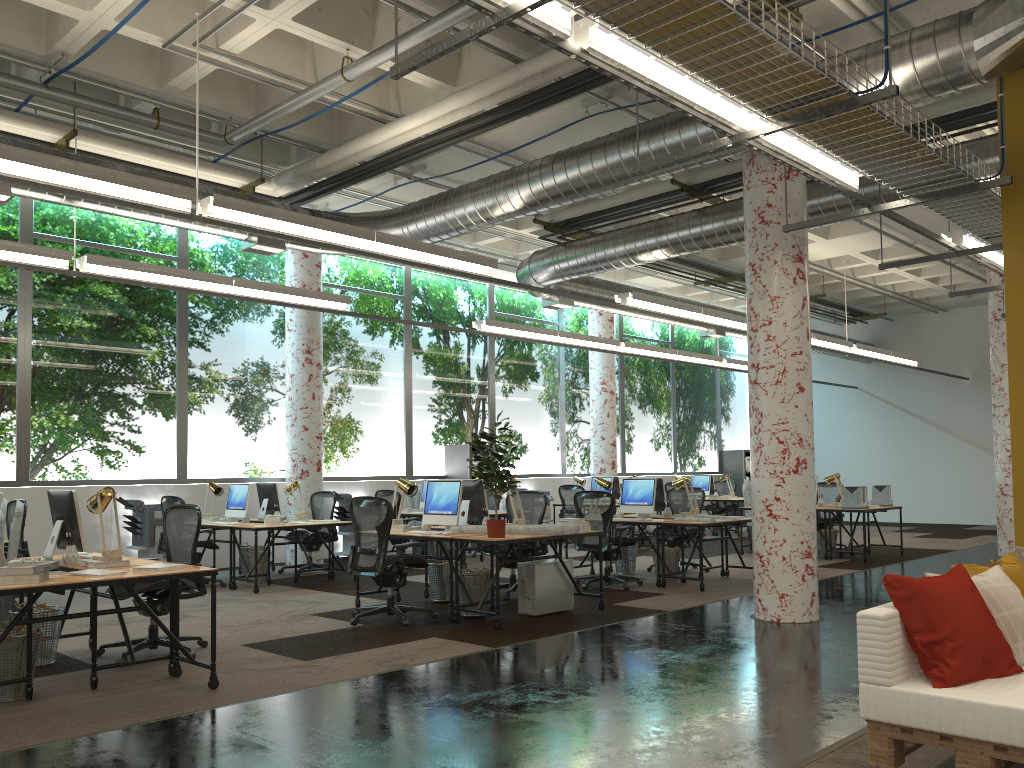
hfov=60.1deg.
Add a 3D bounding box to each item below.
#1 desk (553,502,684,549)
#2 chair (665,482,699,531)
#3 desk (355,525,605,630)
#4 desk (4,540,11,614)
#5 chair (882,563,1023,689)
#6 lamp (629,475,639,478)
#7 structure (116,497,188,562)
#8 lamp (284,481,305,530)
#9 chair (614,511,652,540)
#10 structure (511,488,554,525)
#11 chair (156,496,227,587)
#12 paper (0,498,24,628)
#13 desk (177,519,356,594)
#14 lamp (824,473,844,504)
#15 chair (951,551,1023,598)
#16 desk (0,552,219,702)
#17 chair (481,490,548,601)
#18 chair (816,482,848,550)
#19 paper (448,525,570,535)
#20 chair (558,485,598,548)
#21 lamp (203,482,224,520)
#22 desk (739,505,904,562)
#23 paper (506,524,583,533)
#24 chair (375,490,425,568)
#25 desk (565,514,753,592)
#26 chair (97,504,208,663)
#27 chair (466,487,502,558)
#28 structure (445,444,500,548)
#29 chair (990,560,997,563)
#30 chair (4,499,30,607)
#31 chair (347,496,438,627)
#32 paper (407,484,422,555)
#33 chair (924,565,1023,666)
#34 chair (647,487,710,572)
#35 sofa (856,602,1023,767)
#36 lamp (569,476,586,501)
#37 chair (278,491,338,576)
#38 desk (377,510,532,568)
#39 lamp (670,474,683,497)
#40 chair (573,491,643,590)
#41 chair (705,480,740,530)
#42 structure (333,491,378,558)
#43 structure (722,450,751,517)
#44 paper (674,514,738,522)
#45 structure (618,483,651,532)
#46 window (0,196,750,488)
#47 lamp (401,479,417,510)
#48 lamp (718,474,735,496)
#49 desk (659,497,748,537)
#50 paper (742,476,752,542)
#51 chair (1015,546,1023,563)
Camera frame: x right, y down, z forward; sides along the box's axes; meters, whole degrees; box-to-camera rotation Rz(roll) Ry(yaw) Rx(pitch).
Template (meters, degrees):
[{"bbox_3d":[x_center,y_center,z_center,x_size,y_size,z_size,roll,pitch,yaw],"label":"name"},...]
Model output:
[{"bbox_3d":[1.917,2.520,16.001,1.945,0.722,1.403,-6,-7,44],"label":"desk"},{"bbox_3d":[3.417,2.507,17.805,0.771,1.082,0.794,-3,-4,28],"label":"chair"},{"bbox_3d":[-0.331,1.740,8.280,1.945,0.722,1.403,-6,-7,44],"label":"desk"},{"bbox_3d":[-5.672,1.823,8.189,1.945,0.722,1.403,-6,-7,44],"label":"desk"},{"bbox_3d":[1.757,0.967,3.556,0.534,0.443,0.302,2,-5,-30],"label":"chair"},{"bbox_3d":[2.270,1.964,16.119,0.219,0.609,0.529,1,-4,-26],"label":"lamp"},{"bbox_3d":[-4.644,1.998,11.640,0.504,1.054,1.059,-4,-5,44],"label":"structure"},{"bbox_3d":[-2.688,1.509,11.018,0.209,0.609,0.529,1,-4,-26],"label":"lamp"},{"bbox_3d":[2.285,2.430,16.906,0.771,1.082,0.794,-3,-4,28],"label":"chair"},{"bbox_3d":[0.386,2.460,16.822,0.504,1.054,1.059,-4,-5,44],"label":"structure"},{"bbox_3d":[-3.799,1.844,10.377,0.771,1.082,0.794,-3,-4,28],"label":"chair"},{"bbox_3d":[-4.484,1.513,7.629,0.441,1.195,0.413,-2,-3,22],"label":"paper"},{"bbox_3d":[-3.036,2.065,10.903,1.945,0.722,1.403,-6,-7,44],"label":"desk"},{"bbox_3d":[5.000,1.658,13.475,0.219,0.609,0.529,1,-4,-26],"label":"lamp"},{"bbox_3d":[2.347,1.023,4.141,0.547,0.437,0.317,2,-5,-34],"label":"chair"},{"bbox_3d":[-2.951,1.517,5.541,1.945,0.722,1.403,-6,-7,44],"label":"desk"},{"bbox_3d":[0.037,1.650,9.185,0.771,1.082,0.794,-3,-4,28],"label":"chair"},{"bbox_3d":[5.015,2.124,14.262,0.771,1.082,0.794,-3,-4,28],"label":"chair"},{"bbox_3d":[-0.050,1.283,7.805,1.135,0.082,0.083,-3,-5,19],"label":"paper"},{"bbox_3d":[1.154,2.299,15.476,0.771,1.082,0.794,-3,-4,28],"label":"chair"},{"bbox_3d":[-3.794,1.543,11.202,0.219,0.609,0.529,1,-4,-26],"label":"lamp"},{"bbox_3d":[4.647,2.214,13.357,1.945,0.722,1.403,-6,-7,44],"label":"desk"},{"bbox_3d":[0.067,1.294,7.925,1.134,0.082,0.083,-2,-4,9],"label":"paper"},{"bbox_3d":[-1.623,2.044,12.617,0.771,1.082,0.794,-3,-4,28],"label":"chair"},{"bbox_3d":[1.804,1.967,10.572,1.945,0.722,1.403,-6,-7,44],"label":"desk"},{"bbox_3d":[-2.583,1.427,6.446,0.771,1.082,0.794,-3,-4,28],"label":"chair"},{"bbox_3d":[-0.491,2.175,14.048,0.771,1.082,0.794,-3,-4,28],"label":"chair"},{"bbox_3d":[-0.693,1.987,15.733,0.639,1.805,0.751,-4,-4,44],"label":"structure"},{"bbox_3d":[2.698,1.079,4.414,0.523,0.407,0.342,2,-5,-30],"label":"chair"},{"bbox_3d":[-5.304,1.733,9.094,0.771,1.082,0.794,-3,-4,28],"label":"chair"},{"bbox_3d":[-1.094,1.519,7.754,0.771,1.082,0.794,-3,-4,28],"label":"chair"},{"bbox_3d":[-1.495,2.159,14.338,0.441,1.195,0.413,-2,-3,22],"label":"paper"},{"bbox_3d":[2.103,1.014,3.846,0.525,0.400,0.332,2,-5,-27],"label":"chair"},{"bbox_3d":[2.172,1.877,11.477,0.771,1.082,0.794,-3,-4,28],"label":"chair"},{"bbox_3d":[3.055,1.143,3.767,2.022,0.928,2.860,-6,-8,44],"label":"sofa"},{"bbox_3d":[1.159,1.997,16.301,0.219,0.609,0.529,1,-4,-26],"label":"lamp"},{"bbox_3d":[-2.668,1.975,11.808,0.771,1.082,0.794,-3,-4,28],"label":"chair"},{"bbox_3d":[-0.859,2.265,13.143,1.945,0.722,1.403,-6,-7,44],"label":"desk"},{"bbox_3d":[3.422,2.205,18.630,0.219,0.609,0.529,1,-4,-26],"label":"lamp"},{"bbox_3d":[1.041,1.746,10.047,0.771,1.082,0.794,-3,-4,28],"label":"chair"},{"bbox_3d":[4.548,2.638,19.235,0.771,1.082,0.794,-3,-4,28],"label":"chair"},{"bbox_3d":[-2.390,2.205,13.964,0.504,1.054,1.059,-4,-5,44],"label":"structure"},{"bbox_3d":[5.810,2.584,22.426,0.639,1.805,0.751,-4,-4,44],"label":"structure"},{"bbox_3d":[2.199,1.521,10.035,0.569,0.061,0.627,-6,-8,41],"label":"paper"},{"bbox_3d":[2.649,2.668,19.151,0.504,1.054,1.059,-4,-5,44],"label":"structure"},{"bbox_3d":[-2.493,-0.294,14.506,0.050,3.752,26.241,-3,-6,44],"label":"window"},{"bbox_3d":[-1.613,1.743,13.445,0.209,0.609,0.529,1,-4,-26],"label":"lamp"},{"bbox_3d":[4.533,2.172,18.448,0.219,0.609,0.529,1,-4,-26],"label":"lamp"},{"bbox_3d":[4.180,2.728,18.331,1.945,0.722,1.403,-6,-7,44],"label":"desk"},{"bbox_3d":[4.012,2.108,14.552,0.441,1.195,0.413,-2,-3,22],"label":"paper"},{"bbox_3d":[2.935,1.081,4.760,0.546,0.436,0.335,3,-6,-41],"label":"chair"}]
